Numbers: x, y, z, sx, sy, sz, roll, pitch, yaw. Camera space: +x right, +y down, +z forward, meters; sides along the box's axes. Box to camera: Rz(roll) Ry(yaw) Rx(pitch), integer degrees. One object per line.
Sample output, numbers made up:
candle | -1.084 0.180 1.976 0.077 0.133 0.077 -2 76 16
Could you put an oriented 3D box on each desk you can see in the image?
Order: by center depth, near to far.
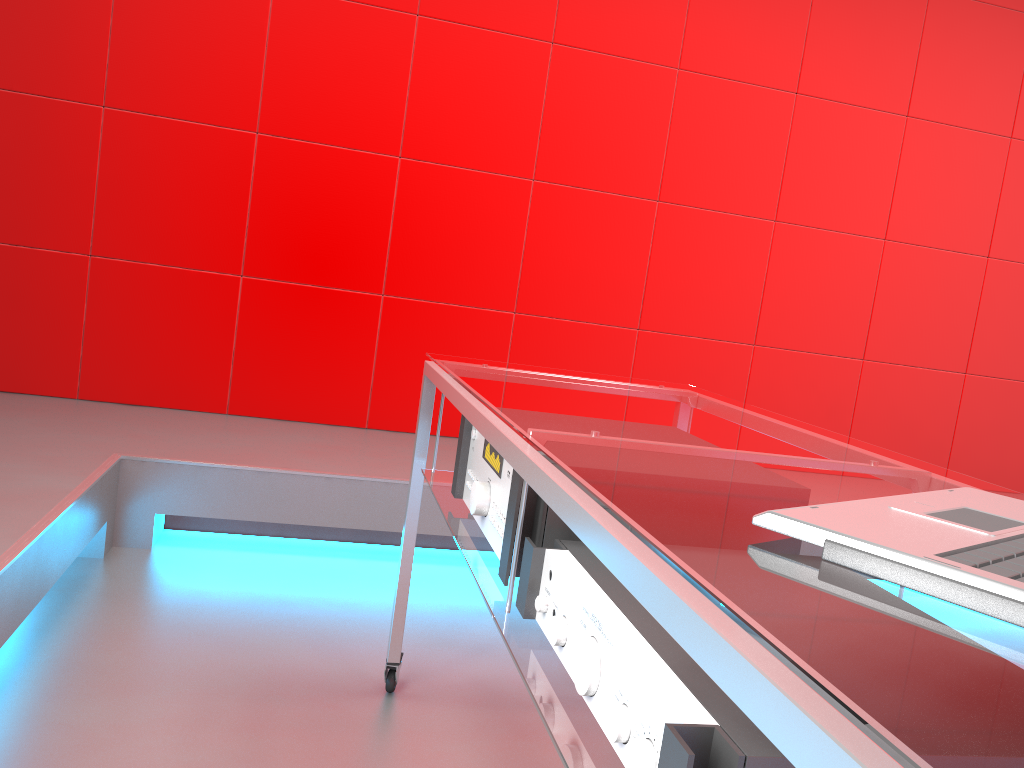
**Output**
desk | 0.209 0.408 1.076 0.594 0.690 1.617 7 6 -13

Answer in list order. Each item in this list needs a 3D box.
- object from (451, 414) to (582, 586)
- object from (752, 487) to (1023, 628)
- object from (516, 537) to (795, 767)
object | 0.129 0.161 1.256 0.371 0.158 0.431 7 6 -13
object | 0.416 -0.005 0.572 0.342 0.285 0.340 3 8 -43
object | 0.230 0.258 0.782 0.365 0.092 0.435 7 6 -13
